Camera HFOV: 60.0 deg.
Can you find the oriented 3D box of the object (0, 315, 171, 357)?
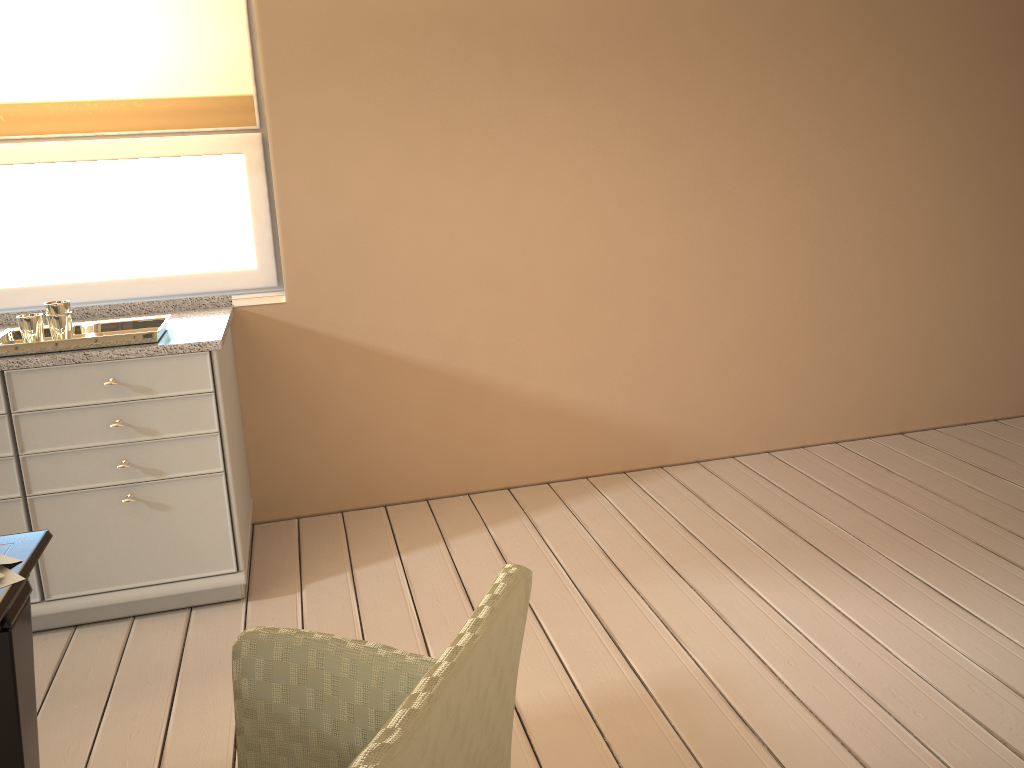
[{"bbox_3d":[-1.201,-0.135,2.476,0.446,0.034,0.276,-6,15,-13],"label":"object"}]

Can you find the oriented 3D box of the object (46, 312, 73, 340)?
[{"bbox_3d":[-1.225,-0.149,2.408,0.063,0.089,0.063,-14,18,-40],"label":"object"}]

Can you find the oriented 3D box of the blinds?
[{"bbox_3d":[-2.570,-1.025,2.398,3.552,0.776,0.022,-6,13,-13],"label":"blinds"}]

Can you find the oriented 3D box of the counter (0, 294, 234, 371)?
[{"bbox_3d":[-2.928,0.027,2.245,4.242,0.067,0.657,-6,15,-13],"label":"counter"}]

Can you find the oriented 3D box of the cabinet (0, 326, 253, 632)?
[{"bbox_3d":[-2.925,0.410,2.389,4.225,0.765,0.853,-6,14,-13],"label":"cabinet"}]

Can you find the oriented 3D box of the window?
[{"bbox_3d":[-2.607,-0.812,2.751,3.570,1.342,0.047,-6,13,-13],"label":"window"}]

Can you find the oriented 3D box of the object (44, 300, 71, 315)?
[{"bbox_3d":[-1.226,-0.178,2.402,0.063,0.089,0.063,-14,18,-40],"label":"object"}]

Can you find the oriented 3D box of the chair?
[{"bbox_3d":[-0.279,0.662,1.072,0.561,0.794,0.568,3,14,22],"label":"chair"}]

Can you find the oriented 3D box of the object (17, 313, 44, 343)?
[{"bbox_3d":[-1.297,-0.142,2.398,0.063,0.089,0.063,-14,18,-40],"label":"object"}]

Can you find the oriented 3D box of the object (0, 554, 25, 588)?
[{"bbox_3d":[-0.872,0.273,1.361,0.205,0.062,0.198,9,18,37],"label":"object"}]

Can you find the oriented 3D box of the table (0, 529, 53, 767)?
[{"bbox_3d":[-1.640,0.785,0.958,1.992,0.648,0.925,-6,14,-13],"label":"table"}]
